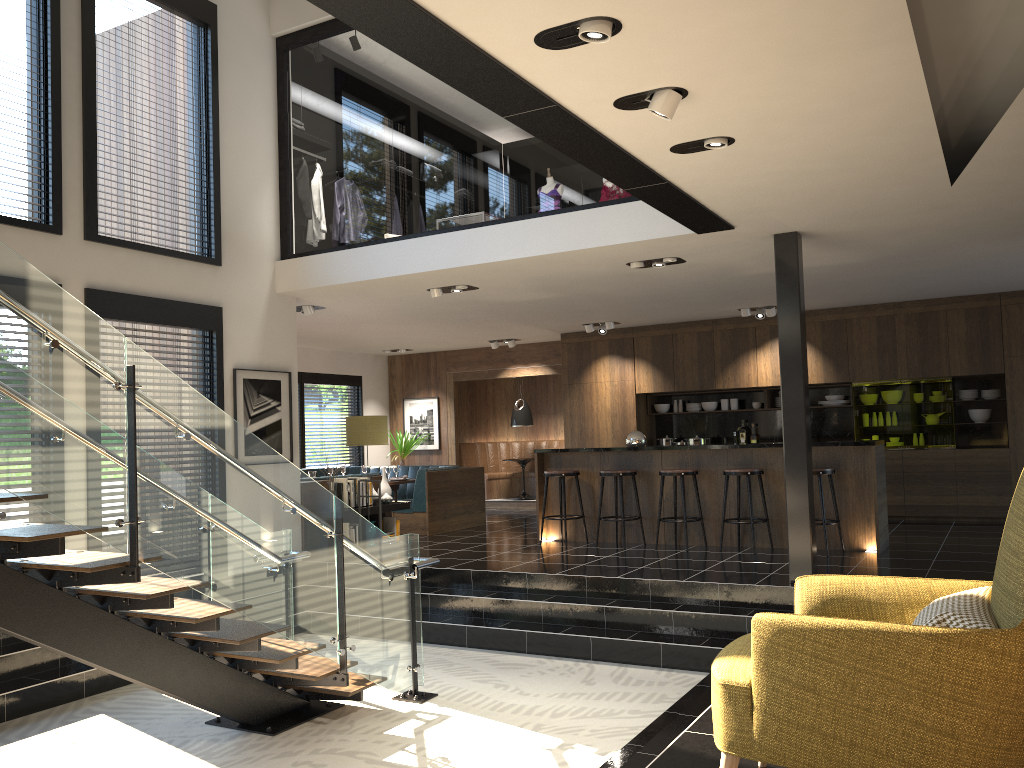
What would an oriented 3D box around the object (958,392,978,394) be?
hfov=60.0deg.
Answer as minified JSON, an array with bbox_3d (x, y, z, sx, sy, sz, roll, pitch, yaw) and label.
[{"bbox_3d":[5.701,0.129,11.081,0.220,0.033,0.220,-5,-4,39],"label":"object"}]

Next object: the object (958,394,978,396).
[{"bbox_3d":[5.702,0.152,11.080,0.220,0.033,0.220,-5,-4,39],"label":"object"}]

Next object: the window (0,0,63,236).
[{"bbox_3d":[-3.994,-2.395,6.370,0.358,2.474,1.393,-3,-3,29],"label":"window"}]

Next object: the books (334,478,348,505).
[{"bbox_3d":[-1.781,1.138,9.254,0.160,0.312,0.035,-3,-3,29],"label":"books"}]

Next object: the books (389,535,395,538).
[{"bbox_3d":[-1.431,1.678,9.735,0.167,0.024,0.261,-3,-4,26],"label":"books"}]

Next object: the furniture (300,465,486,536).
[{"bbox_3d":[-1.835,1.551,12.103,2.610,0.822,1.365,-4,-4,29],"label":"furniture"}]

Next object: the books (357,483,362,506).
[{"bbox_3d":[-1.680,1.174,9.429,0.202,0.255,0.025,-3,-3,29],"label":"books"}]

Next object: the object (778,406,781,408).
[{"bbox_3d":[3.780,0.321,12.242,0.269,0.024,0.269,0,-4,-23],"label":"object"}]

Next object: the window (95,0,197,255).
[{"bbox_3d":[-3.278,-2.335,7.795,0.005,2.295,1.221,-3,-3,29],"label":"window"}]

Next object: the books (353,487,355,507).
[{"bbox_3d":[-1.736,1.192,9.359,0.170,0.214,0.025,-3,-3,29],"label":"books"}]

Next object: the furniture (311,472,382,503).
[{"bbox_3d":[-2.926,1.477,10.233,2.610,0.822,1.365,-4,-4,29],"label":"furniture"}]

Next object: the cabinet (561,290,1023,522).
[{"bbox_3d":[3.984,0.411,11.857,6.895,2.688,0.869,-4,-3,29],"label":"cabinet"}]

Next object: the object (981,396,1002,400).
[{"bbox_3d":[5.925,0.173,10.955,0.220,0.033,0.220,-3,-3,13],"label":"object"}]

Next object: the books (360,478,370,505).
[{"bbox_3d":[-1.612,1.161,9.586,0.177,0.294,0.025,-3,-3,29],"label":"books"}]

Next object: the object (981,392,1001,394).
[{"bbox_3d":[5.923,0.125,10.957,0.220,0.033,0.220,-3,-3,13],"label":"object"}]

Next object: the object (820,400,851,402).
[{"bbox_3d":[4.327,0.247,11.860,0.438,0.039,0.438,0,-4,-25],"label":"object"}]

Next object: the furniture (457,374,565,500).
[{"bbox_3d":[0.390,0.773,15.182,2.639,2.333,1.175,-3,-3,28],"label":"furniture"}]

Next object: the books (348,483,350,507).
[{"bbox_3d":[-1.773,1.165,9.286,0.173,0.262,0.030,-3,-3,29],"label":"books"}]

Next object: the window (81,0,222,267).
[{"bbox_3d":[-3.220,-2.339,7.754,0.358,2.474,1.393,-3,-3,29],"label":"window"}]

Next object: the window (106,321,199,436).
[{"bbox_3d":[-3.186,0.514,7.667,0.005,2.295,1.221,-3,-3,29],"label":"window"}]

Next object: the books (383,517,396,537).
[{"bbox_3d":[-1.360,1.615,9.883,0.156,0.263,0.026,-3,-3,29],"label":"books"}]

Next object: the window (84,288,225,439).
[{"bbox_3d":[-3.128,0.510,7.626,0.358,2.474,1.393,-3,-3,29],"label":"window"}]

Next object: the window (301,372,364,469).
[{"bbox_3d":[-3.036,0.992,14.589,0.312,2.371,1.505,-3,-3,29],"label":"window"}]

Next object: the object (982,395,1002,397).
[{"bbox_3d":[5.925,0.160,10.956,0.220,0.033,0.220,-3,-3,13],"label":"object"}]

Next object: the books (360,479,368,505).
[{"bbox_3d":[-1.619,1.167,9.560,0.155,0.280,0.028,-3,-3,29],"label":"books"}]

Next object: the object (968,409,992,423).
[{"bbox_3d":[5.820,0.401,11.019,0.264,0.170,0.264,-2,-3,4],"label":"object"}]

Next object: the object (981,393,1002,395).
[{"bbox_3d":[5.924,0.137,10.957,0.220,0.033,0.220,-3,-3,13],"label":"object"}]

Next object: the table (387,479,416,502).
[{"bbox_3d":[-1.973,1.623,11.866,1.539,0.660,0.823,-4,-4,29],"label":"table"}]

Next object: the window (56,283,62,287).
[{"bbox_3d":[-3.931,0.452,6.190,0.358,2.474,1.499,-3,-3,29],"label":"window"}]

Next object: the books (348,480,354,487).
[{"bbox_3d":[-1.732,1.160,9.390,0.141,0.280,0.031,-3,-3,29],"label":"books"}]

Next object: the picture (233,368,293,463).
[{"bbox_3d":[-2.400,0.322,8.588,0.028,0.911,0.748,-3,-3,29],"label":"picture"}]

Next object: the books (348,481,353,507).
[{"bbox_3d":[-1.740,1.159,9.331,0.160,0.276,0.030,-3,-3,29],"label":"books"}]

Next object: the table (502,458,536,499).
[{"bbox_3d":[0.193,1.569,14.739,0.702,0.643,0.702,-2,-3,4],"label":"table"}]

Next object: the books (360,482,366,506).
[{"bbox_3d":[-1.651,1.177,9.509,0.194,0.254,0.034,-3,-3,29],"label":"books"}]

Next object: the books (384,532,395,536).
[{"bbox_3d":[-1.436,1.653,9.738,0.156,0.025,0.274,-4,-4,32],"label":"books"}]

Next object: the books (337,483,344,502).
[{"bbox_3d":[-1.825,1.163,9.243,0.156,0.263,0.026,-3,-3,29],"label":"books"}]

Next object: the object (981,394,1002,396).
[{"bbox_3d":[5.924,0.148,10.956,0.220,0.033,0.220,-3,-3,13],"label":"object"}]

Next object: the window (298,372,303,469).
[{"bbox_3d":[-3.769,0.939,13.277,0.312,2.371,1.505,-3,-3,29],"label":"window"}]

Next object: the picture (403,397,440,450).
[{"bbox_3d":[-1.581,0.696,15.435,0.749,0.911,0.028,-3,-3,29],"label":"picture"}]

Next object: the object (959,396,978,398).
[{"bbox_3d":[5.703,0.174,11.079,0.220,0.033,0.220,-5,-4,39],"label":"object"}]

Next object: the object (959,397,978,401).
[{"bbox_3d":[5.703,0.187,11.079,0.220,0.033,0.220,-5,-4,39],"label":"object"}]

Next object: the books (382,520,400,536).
[{"bbox_3d":[-1.353,1.633,9.915,0.231,0.232,0.037,-4,-3,29],"label":"books"}]

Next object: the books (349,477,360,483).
[{"bbox_3d":[-1.684,1.150,9.464,0.155,0.305,0.032,-3,-3,29],"label":"books"}]

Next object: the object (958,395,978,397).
[{"bbox_3d":[5.702,0.162,11.080,0.220,0.033,0.220,-5,-4,39],"label":"object"}]

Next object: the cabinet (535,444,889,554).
[{"bbox_3d":[1.993,1.182,9.360,3.565,0.993,0.698,-4,-3,29],"label":"cabinet"}]

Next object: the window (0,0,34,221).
[{"bbox_3d":[-4.052,-2.391,6.412,0.005,2.295,1.221,-3,-3,29],"label":"window"}]

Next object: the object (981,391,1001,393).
[{"bbox_3d":[5.923,0.114,10.958,0.220,0.033,0.220,-3,-3,13],"label":"object"}]

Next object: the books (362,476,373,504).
[{"bbox_3d":[-1.576,1.159,9.685,0.131,0.307,0.022,-3,-3,29],"label":"books"}]

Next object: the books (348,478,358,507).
[{"bbox_3d":[-1.716,1.153,9.417,0.169,0.298,0.032,-3,-3,29],"label":"books"}]

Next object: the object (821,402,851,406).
[{"bbox_3d":[4.328,0.275,11.859,0.438,0.039,0.438,0,-4,-25],"label":"object"}]

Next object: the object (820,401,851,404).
[{"bbox_3d":[4.327,0.262,11.860,0.438,0.039,0.438,0,-4,-25],"label":"object"}]

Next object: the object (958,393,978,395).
[{"bbox_3d":[5.702,0.139,11.081,0.220,0.033,0.220,-5,-4,39],"label":"object"}]

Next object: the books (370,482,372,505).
[{"bbox_3d":[-1.587,1.183,9.602,0.162,0.250,0.028,-3,-3,29],"label":"books"}]

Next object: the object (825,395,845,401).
[{"bbox_3d":[4.324,0.200,11.865,0.254,0.088,0.254,0,-4,-35],"label":"object"}]
